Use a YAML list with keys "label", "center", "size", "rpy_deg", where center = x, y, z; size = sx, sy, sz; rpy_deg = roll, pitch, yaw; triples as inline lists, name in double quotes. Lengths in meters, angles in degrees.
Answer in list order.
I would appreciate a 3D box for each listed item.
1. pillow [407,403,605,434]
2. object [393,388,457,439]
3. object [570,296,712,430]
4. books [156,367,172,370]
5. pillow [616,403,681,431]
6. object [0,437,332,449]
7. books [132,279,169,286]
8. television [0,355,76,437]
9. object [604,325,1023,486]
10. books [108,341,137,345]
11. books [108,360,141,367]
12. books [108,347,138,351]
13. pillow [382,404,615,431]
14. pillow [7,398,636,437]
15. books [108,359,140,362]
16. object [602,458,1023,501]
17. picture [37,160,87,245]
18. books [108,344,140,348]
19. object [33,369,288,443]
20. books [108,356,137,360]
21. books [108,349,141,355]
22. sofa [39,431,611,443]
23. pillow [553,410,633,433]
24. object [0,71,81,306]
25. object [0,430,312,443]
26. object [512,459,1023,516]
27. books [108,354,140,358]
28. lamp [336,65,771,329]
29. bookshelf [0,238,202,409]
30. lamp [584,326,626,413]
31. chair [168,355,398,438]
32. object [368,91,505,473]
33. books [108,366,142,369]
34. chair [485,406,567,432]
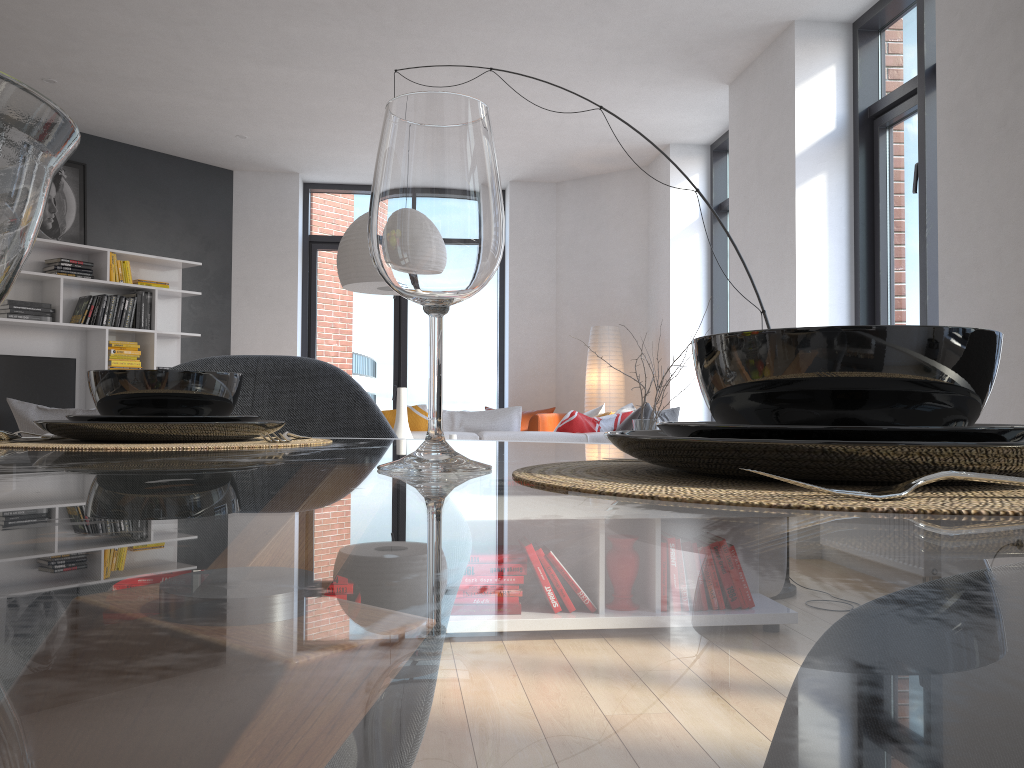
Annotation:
- label: "pillow"
  center: [0.087, 0.322, 4.729]
  size: [0.580, 0.456, 2.156]
  rpy_deg: [0, -2, 19]
- label: "object"
  center: [-0.323, 0.213, 3.268]
  size: [0.316, 0.398, 0.319]
  rpy_deg: [0, -2, 17]
- label: "object"
  center: [0.539, 0.045, 3.303]
  size: [0.406, 0.744, 0.607]
  rpy_deg: [-1, -2, 33]
- label: "books"
  center: [-2.859, -0.125, 7.320]
  size: [0.161, 0.023, 0.213]
  rpy_deg: [-1, -2, 41]
- label: "pillow"
  center: [-0.210, 0.297, 3.900]
  size: [2.120, 0.436, 0.608]
  rpy_deg: [1, -2, -11]
- label: "object"
  center: [-0.379, 0.063, 0.964]
  size: [0.360, 0.002, 0.360]
  rpy_deg: [-1, -2, 35]
- label: "books"
  center: [-2.969, -0.817, 7.225]
  size: [0.203, 0.024, 0.257]
  rpy_deg: [-1, -2, 41]
- label: "television"
  center: [-3.686, 0.141, 6.347]
  size: [0.207, 0.704, 1.102]
  rpy_deg: [-1, -2, 38]
- label: "object"
  center: [0.181, 0.012, 0.490]
  size: [0.258, 0.074, 0.258]
  rpy_deg: [0, -2, 12]
- label: "books"
  center: [-3.137, -0.323, 7.079]
  size: [0.163, 0.023, 0.223]
  rpy_deg: [-1, -2, 42]
- label: "books"
  center: [-3.115, -0.158, 7.053]
  size: [0.189, 0.042, 0.243]
  rpy_deg: [-1, -2, 38]
- label: "books"
  center: [-3.121, -0.277, 7.067]
  size: [0.227, 0.022, 0.160]
  rpy_deg: [2, -2, -37]
- label: "pillow"
  center: [-0.078, 0.331, 4.456]
  size: [0.630, 0.440, 2.095]
  rpy_deg: [-1, -2, 40]
- label: "pillow"
  center: [-0.670, 0.299, 4.168]
  size: [2.953, 0.453, 0.647]
  rpy_deg: [1, -2, -19]
- label: "books"
  center: [-3.128, -0.186, 7.060]
  size: [0.189, 0.014, 0.251]
  rpy_deg: [-1, -2, 41]
- label: "object"
  center: [0.170, 0.042, 0.491]
  size: [0.206, 0.015, 0.309]
  rpy_deg: [0, -2, -3]
- label: "picture"
  center: [-3.738, -1.405, 6.478]
  size: [0.076, 0.707, 1.279]
  rpy_deg: [-1, -2, 38]
- label: "books"
  center: [-3.113, -0.300, 7.072]
  size: [0.163, 0.023, 0.223]
  rpy_deg: [-1, -2, 42]
- label: "object"
  center: [-0.380, 0.025, 0.976]
  size: [0.258, 0.074, 0.258]
  rpy_deg: [1, -2, -27]
- label: "books"
  center: [-3.118, -0.204, 7.041]
  size: [0.145, 0.023, 0.217]
  rpy_deg: [-1, -2, 42]
- label: "books"
  center: [-3.116, -0.249, 7.070]
  size: [0.176, 0.033, 0.239]
  rpy_deg: [-1, -2, 41]
- label: "sofa"
  center: [-0.727, 0.588, 4.644]
  size: [3.424, 0.732, 2.614]
  rpy_deg: [1, -2, -7]
- label: "pillow"
  center: [-0.533, 0.320, 3.850]
  size: [2.250, 0.449, 0.575]
  rpy_deg: [1, -2, -10]
- label: "object"
  center: [-0.361, -0.046, 0.421]
  size: [0.278, 0.184, 0.278]
  rpy_deg: [0, -2, 1]
- label: "object"
  center: [-0.388, 0.055, 0.963]
  size: [0.309, 0.015, 0.206]
  rpy_deg: [0, -2, -3]
- label: "object"
  center: [0.180, 0.050, 0.483]
  size: [0.360, 0.002, 0.360]
  rpy_deg: [-1, -2, 35]
- label: "books"
  center: [-3.124, -0.223, 7.062]
  size: [0.171, 0.019, 0.239]
  rpy_deg: [-1, -2, 38]
- label: "lamp"
  center: [0.533, -0.380, 4.148]
  size: [3.199, 2.647, 0.710]
  rpy_deg: [-1, -2, 29]
- label: "bookshelf"
  center: [-3.594, -0.035, 6.291]
  size: [0.455, 2.052, 3.000]
  rpy_deg: [-1, -2, 38]
- label: "lamp"
  center: [0.915, 0.276, 7.437]
  size: [0.804, 1.550, 0.502]
  rpy_deg: [-1, -2, 43]
- label: "chair"
  center: [-0.377, 0.392, 1.038]
  size: [0.655, 0.891, 0.619]
  rpy_deg: [0, -2, -1]
- label: "object"
  center: [-0.046, -0.058, 0.540]
  size: [0.083, 0.220, 0.083]
  rpy_deg: [-1, -3, 43]
- label: "books"
  center: [-3.112, -0.124, 7.048]
  size: [0.203, 0.024, 0.257]
  rpy_deg: [-1, -2, 41]
- label: "chair"
  center: [-0.006, 0.619, 7.592]
  size: [0.896, 0.858, 0.843]
  rpy_deg: [-1, -2, 25]
